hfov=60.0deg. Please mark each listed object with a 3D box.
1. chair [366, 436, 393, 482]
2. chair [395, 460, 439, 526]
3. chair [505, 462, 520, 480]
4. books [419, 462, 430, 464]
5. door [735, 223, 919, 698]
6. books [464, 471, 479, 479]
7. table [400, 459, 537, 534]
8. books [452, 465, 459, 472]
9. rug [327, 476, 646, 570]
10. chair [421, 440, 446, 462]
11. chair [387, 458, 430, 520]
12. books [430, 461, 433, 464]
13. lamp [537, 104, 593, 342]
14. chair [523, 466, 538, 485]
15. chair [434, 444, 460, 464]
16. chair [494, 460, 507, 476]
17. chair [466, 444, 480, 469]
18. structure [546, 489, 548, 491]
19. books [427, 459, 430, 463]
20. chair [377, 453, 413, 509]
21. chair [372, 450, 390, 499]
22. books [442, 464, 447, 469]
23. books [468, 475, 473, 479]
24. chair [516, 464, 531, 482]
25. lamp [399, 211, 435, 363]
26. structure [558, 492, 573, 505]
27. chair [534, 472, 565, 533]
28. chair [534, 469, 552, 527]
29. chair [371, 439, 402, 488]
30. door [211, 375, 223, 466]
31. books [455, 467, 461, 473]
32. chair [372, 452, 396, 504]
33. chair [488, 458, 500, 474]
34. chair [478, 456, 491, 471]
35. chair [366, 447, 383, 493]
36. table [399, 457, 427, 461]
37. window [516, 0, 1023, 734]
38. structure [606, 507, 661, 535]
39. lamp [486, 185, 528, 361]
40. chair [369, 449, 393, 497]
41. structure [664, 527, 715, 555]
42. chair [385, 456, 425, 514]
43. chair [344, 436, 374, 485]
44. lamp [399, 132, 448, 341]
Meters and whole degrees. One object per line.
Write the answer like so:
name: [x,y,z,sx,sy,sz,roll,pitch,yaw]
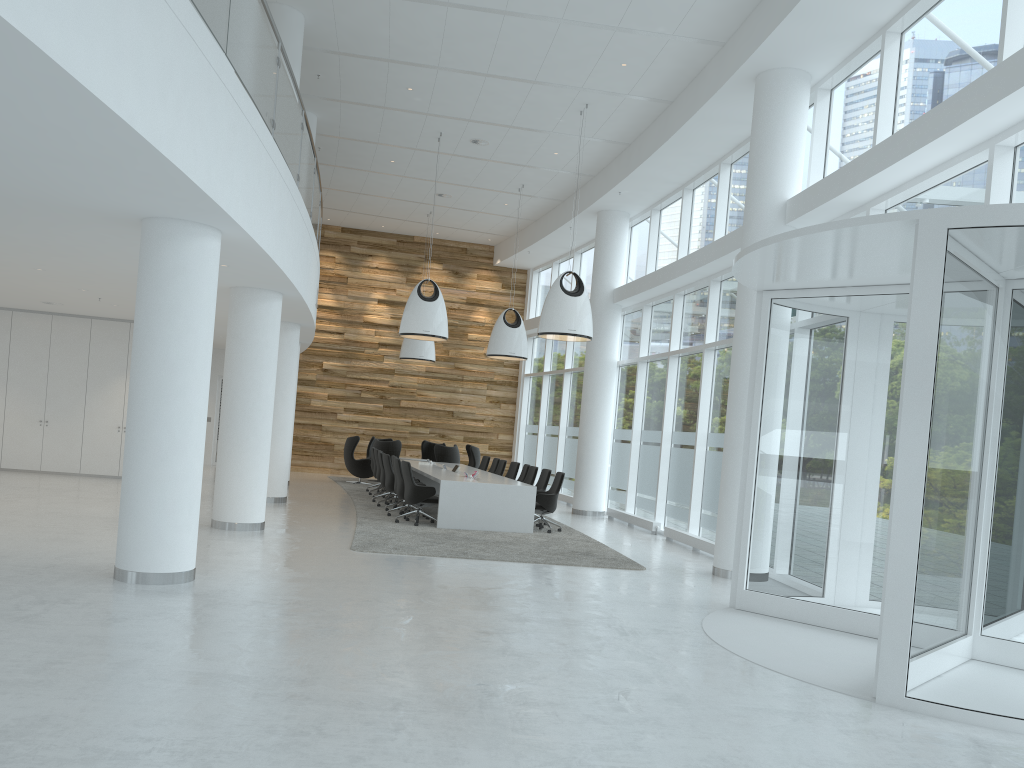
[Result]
chair: [-3.268,1.925,22.535,0.915,1.153,0.916,4,-1,37]
chair: [-1.439,1.688,13.717,0.675,0.967,0.684,5,-1,-19]
chair: [-0.199,1.992,17.362,0.675,0.967,0.684,5,-1,-19]
books: [-1.845,1.657,18.625,0.224,0.026,0.264,5,-3,-4]
door: [3.897,0.707,7.329,2.997,3.111,2.997,5,-1,-4]
books: [-0.697,1.614,15.029,0.230,0.275,0.598,5,-2,7]
table: [-1.133,1.997,16.719,1.502,0.739,6.552,5,-3,-13]
books: [-1.107,1.658,16.908,0.139,0.229,0.356,5,-2,-13]
rug: [-1.391,2.363,17.018,3.944,0.010,13.440,6,-3,-13]
chair: [-2.138,2.035,22.811,0.913,1.153,0.918,5,-1,7]
chair: [-1.675,1.715,14.560,0.675,0.967,0.684,5,-1,-14]
books: [-1.690,1.751,18.944,0.139,0.223,0.162,5,-1,-13]
lamp: [0.979,-2.535,13.899,0.881,3.649,0.886,5,1,32]
chair: [0.119,1.936,15.849,0.675,0.967,0.684,5,-1,-14]
chair: [-1.672,1.966,20.835,0.915,1.153,0.916,4,-1,37]
chair: [-0.451,2.009,18.059,0.675,0.967,0.684,5,-1,-14]
chair: [-1.266,2.065,22.006,0.919,1.153,0.912,5,-1,-23]
structure: [0.441,2.757,23.293,0.150,0.214,2.686,5,-3,-18]
books: [-1.774,1.754,19.271,0.153,0.241,0.182,5,-1,-13]
chair: [-2.072,1.763,16.058,0.675,0.967,0.684,5,-1,-19]
chair: [-2.390,1.819,17.572,0.675,0.967,0.684,5,-1,-14]
books: [-1.285,1.682,17.232,0.154,0.238,0.190,5,-1,-13]
books: [-0.645,1.601,14.533,0.144,0.226,0.203,5,-1,-14]
chair: [0.002,1.968,16.604,0.674,0.967,0.685,5,0,-9]
lamp: [-2.159,-2.377,21.605,0.882,3.649,0.885,5,1,25]
structure: [1.325,2.665,20.261,0.150,0.213,2.687,5,-3,-15]
chair: [0.505,1.882,14.264,0.674,0.967,0.685,5,0,-9]
chair: [0.319,1.910,15.055,0.675,0.967,0.684,5,-1,-14]
chair: [-2.825,1.856,20.584,0.913,1.153,0.918,5,-1,7]
door: [-7.028,1.055,23.781,1.807,2.403,0.132,5,1,-11]
books: [-1.097,1.678,16.931,0.158,0.241,0.352,5,-2,-13]
chair: [-2.274,1.788,16.817,0.674,0.967,0.685,5,0,-9]
chair: [-0.597,2.041,18.860,0.675,0.967,0.684,5,-1,-14]
chair: [-0.832,2.067,19.704,0.675,0.967,0.684,5,-1,-19]
chair: [-2.776,1.874,19.157,0.674,0.967,0.685,5,0,-9]
table: [-2.496,2.167,21.679,0.798,0.696,0.801,5,-1,11]
window: [-18.457,-2.156,17.075,62.759,6.143,30.911,3,-3,26]
structure: [2.230,2.532,16.439,0.150,0.213,2.688,5,-3,-11]
lamp: [0.047,-2.354,18.636,0.881,3.649,0.886,5,1,30]
chair: [-2.590,1.846,18.366,0.675,0.967,0.684,5,-1,-14]
structure: [2.789,2.408,13.313,0.150,0.213,2.689,5,-3,-9]
chair: [-1.820,1.746,15.362,0.675,0.967,0.684,5,-1,-14]
chair: [-3.606,1.835,21.414,0.919,1.153,0.912,5,-1,-23]
lamp: [-1.428,-2.634,15.793,0.881,3.649,0.886,5,1,32]
